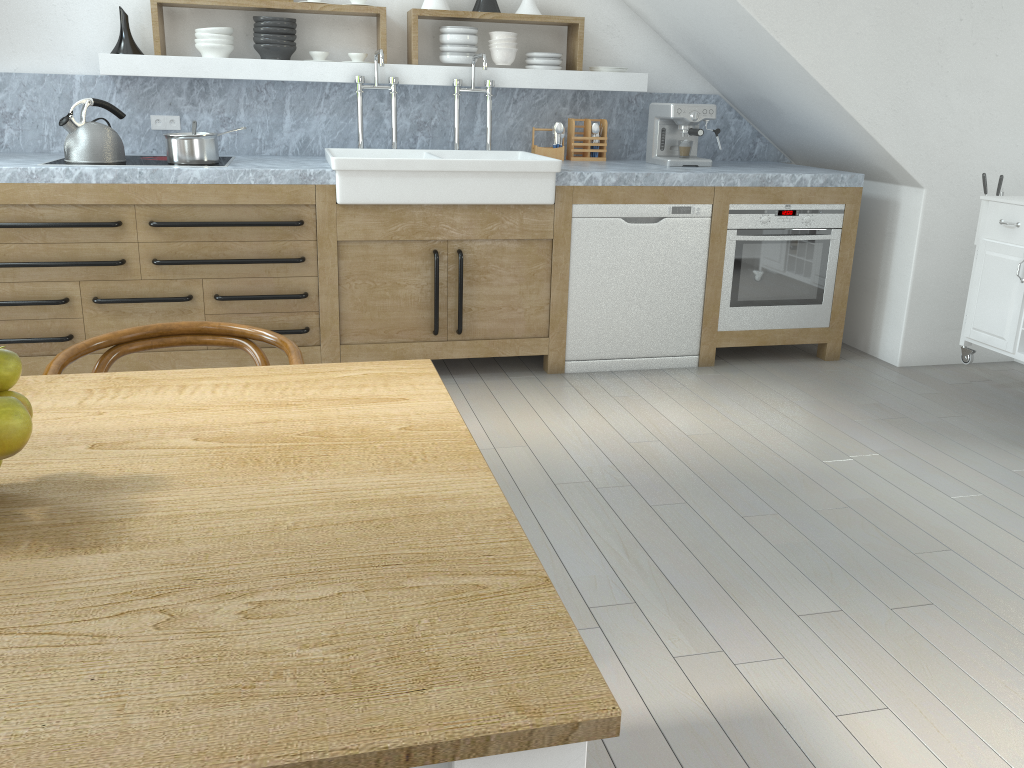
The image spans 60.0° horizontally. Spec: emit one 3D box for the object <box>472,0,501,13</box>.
[{"bbox_3d":[-0.129,-2.033,4.531,0.156,0.266,0.157,-1,17,-9],"label":"object"}]

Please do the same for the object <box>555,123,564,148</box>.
[{"bbox_3d":[0.254,-1.299,4.740,0.040,0.191,0.042,8,18,21],"label":"object"}]

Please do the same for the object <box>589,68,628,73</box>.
[{"bbox_3d":[0.520,-1.689,4.795,0.213,0.025,0.215,-7,20,-25],"label":"object"}]

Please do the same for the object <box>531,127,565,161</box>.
[{"bbox_3d":[0.195,-1.295,4.780,0.173,0.170,0.101,-2,17,-12],"label":"object"}]

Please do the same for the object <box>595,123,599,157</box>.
[{"bbox_3d":[0.462,-1.316,4.822,0.018,0.194,0.020,4,16,8],"label":"object"}]

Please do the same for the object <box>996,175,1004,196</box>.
[{"bbox_3d":[2.247,-0.836,4.111,0.029,0.266,0.089,5,17,12],"label":"object"}]

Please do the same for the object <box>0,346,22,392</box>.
[{"bbox_3d":[-0.609,-0.018,1.039,0.062,0.059,0.063,-2,17,-13],"label":"object"}]

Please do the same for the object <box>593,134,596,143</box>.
[{"bbox_3d":[0.451,-1.322,4.839,0.018,0.194,0.023,0,16,-6],"label":"object"}]

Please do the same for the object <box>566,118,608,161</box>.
[{"bbox_3d":[0.409,-1.333,4.835,0.200,0.221,0.105,-3,17,-13],"label":"object"}]

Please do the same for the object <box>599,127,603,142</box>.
[{"bbox_3d":[0.476,-1.315,4.849,0.044,0.177,0.020,-10,20,-35],"label":"object"}]

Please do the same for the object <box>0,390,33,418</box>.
[{"bbox_3d":[-0.590,0.034,1.037,0.053,0.052,0.051,-5,18,-22],"label":"object"}]

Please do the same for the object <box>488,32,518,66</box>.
[{"bbox_3d":[-0.047,-1.737,4.598,0.158,0.159,0.155,6,17,13],"label":"object"}]

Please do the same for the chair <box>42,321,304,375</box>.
[{"bbox_3d":[-0.718,0.287,1.974,0.527,0.729,0.626,-4,18,-17],"label":"chair"}]

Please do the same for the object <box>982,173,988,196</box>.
[{"bbox_3d":[2.234,-0.852,4.162,0.029,0.266,0.088,-12,21,-39],"label":"object"}]

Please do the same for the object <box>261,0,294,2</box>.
[{"bbox_3d":[-1.244,-1.933,4.298,0.353,0.156,0.085,-3,17,-14],"label":"object"}]

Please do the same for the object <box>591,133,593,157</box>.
[{"bbox_3d":[0.438,-1.317,4.852,0.019,0.177,0.044,-3,17,-16],"label":"object"}]

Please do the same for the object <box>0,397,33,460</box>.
[{"bbox_3d":[-0.576,0.049,0.985,0.076,0.076,0.077,17,23,41],"label":"object"}]

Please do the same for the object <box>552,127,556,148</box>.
[{"bbox_3d":[0.226,-1.290,4.748,0.020,0.177,0.044,15,21,39],"label":"object"}]

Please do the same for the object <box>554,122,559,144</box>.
[{"bbox_3d":[0.243,-1.314,4.785,0.040,0.191,0.042,9,18,22],"label":"object"}]

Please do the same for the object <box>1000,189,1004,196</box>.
[{"bbox_3d":[2.272,-0.781,4.142,0.038,0.260,0.039,7,17,18],"label":"object"}]

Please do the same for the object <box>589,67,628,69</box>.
[{"bbox_3d":[0.521,-1.697,4.792,0.213,0.025,0.215,-7,20,-25],"label":"object"}]

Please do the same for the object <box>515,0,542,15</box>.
[{"bbox_3d":[0.086,-2.023,4.599,0.156,0.217,0.157,-9,20,-31],"label":"object"}]

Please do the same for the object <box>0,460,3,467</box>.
[{"bbox_3d":[-0.638,0.083,1.031,0.080,0.073,0.079,11,20,29],"label":"object"}]

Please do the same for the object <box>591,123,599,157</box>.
[{"bbox_3d":[0.451,-1.316,4.809,0.040,0.191,0.042,13,20,34],"label":"object"}]

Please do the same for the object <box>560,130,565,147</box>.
[{"bbox_3d":[0.264,-1.290,4.753,0.020,0.177,0.044,-7,19,-28],"label":"object"}]

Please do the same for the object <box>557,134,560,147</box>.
[{"bbox_3d":[0.249,-1.302,4.758,0.018,0.194,0.023,-4,17,-18],"label":"object"}]

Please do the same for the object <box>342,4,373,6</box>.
[{"bbox_3d":[-0.767,-1.881,4.420,0.164,0.012,0.165,3,18,3],"label":"object"}]

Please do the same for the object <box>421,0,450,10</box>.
[{"bbox_3d":[-0.385,-2.021,4.472,0.156,0.266,0.157,-6,18,-24],"label":"object"}]

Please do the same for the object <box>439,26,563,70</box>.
[{"bbox_3d":[-0.053,-1.742,4.620,0.657,0.194,0.199,-3,18,-14],"label":"object"}]

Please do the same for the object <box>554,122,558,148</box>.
[{"bbox_3d":[0.234,-1.307,4.772,0.018,0.194,0.020,0,16,-4],"label":"object"}]

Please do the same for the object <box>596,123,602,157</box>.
[{"bbox_3d":[0.471,-1.318,4.828,0.022,0.194,0.019,-2,17,-13],"label":"object"}]

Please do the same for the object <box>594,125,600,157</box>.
[{"bbox_3d":[0.450,-1.331,4.856,0.040,0.191,0.042,13,20,33],"label":"object"}]

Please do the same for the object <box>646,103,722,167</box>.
[{"bbox_3d":[0.930,-1.300,4.636,0.324,0.318,0.390,-3,18,-13],"label":"object"}]
